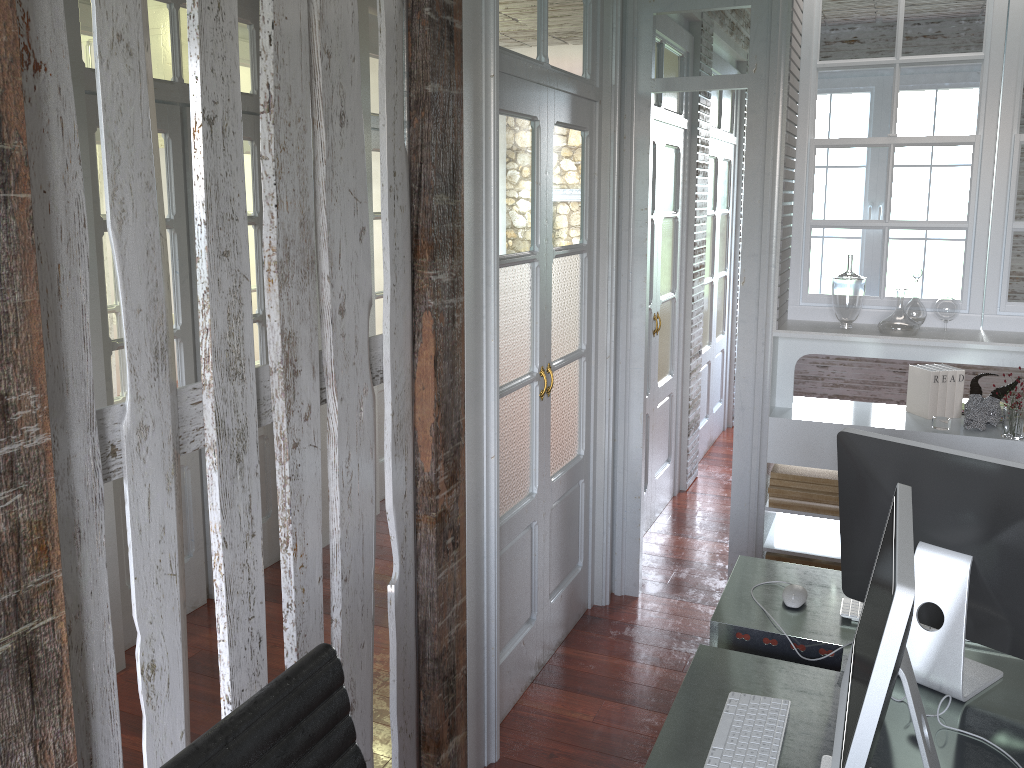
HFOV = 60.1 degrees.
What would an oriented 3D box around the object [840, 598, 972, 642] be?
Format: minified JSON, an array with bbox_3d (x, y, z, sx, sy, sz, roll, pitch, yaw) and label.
[{"bbox_3d":[0.997,0.557,2.056,0.439,0.017,0.119,5,13,23],"label":"object"}]

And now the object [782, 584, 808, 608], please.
[{"bbox_3d":[0.699,0.522,2.190,0.059,0.028,0.107,5,13,22],"label":"object"}]

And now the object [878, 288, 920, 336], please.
[{"bbox_3d":[1.473,-0.265,3.366,0.148,0.199,0.149,1,10,6],"label":"object"}]

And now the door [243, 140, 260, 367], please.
[{"bbox_3d":[-1.391,-0.503,5.599,0.041,2.068,1.085,4,10,23],"label":"door"}]

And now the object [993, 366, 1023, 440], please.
[{"bbox_3d":[1.836,0.055,3.203,0.128,0.285,0.129,-2,10,-10],"label":"object"}]

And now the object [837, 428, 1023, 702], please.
[{"bbox_3d":[0.892,0.370,1.828,0.190,0.481,0.486,-8,13,-41],"label":"object"}]

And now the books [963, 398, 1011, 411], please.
[{"bbox_3d":[1.906,0.082,3.562,0.168,0.007,0.191,-1,12,-5],"label":"books"}]

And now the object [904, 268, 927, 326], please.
[{"bbox_3d":[1.570,-0.318,3.447,0.088,0.269,0.088,3,10,18],"label":"object"}]

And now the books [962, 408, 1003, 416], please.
[{"bbox_3d":[1.905,0.102,3.564,0.168,0.007,0.191,-2,12,-11],"label":"books"}]

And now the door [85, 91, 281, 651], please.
[{"bbox_3d":[-1.315,-0.089,3.652,0.041,2.068,1.085,4,10,23],"label":"door"}]

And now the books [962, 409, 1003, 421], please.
[{"bbox_3d":[1.907,0.111,3.554,0.181,0.007,0.248,-2,12,-11],"label":"books"}]

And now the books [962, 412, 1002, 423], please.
[{"bbox_3d":[1.907,0.120,3.556,0.181,0.011,0.248,-2,12,-11],"label":"books"}]

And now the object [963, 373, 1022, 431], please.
[{"bbox_3d":[1.828,0.068,3.397,0.384,0.178,0.159,-10,14,-40],"label":"object"}]

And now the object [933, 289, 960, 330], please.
[{"bbox_3d":[1.693,-0.276,3.450,0.094,0.186,0.095,0,10,-2],"label":"object"}]

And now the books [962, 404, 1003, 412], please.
[{"bbox_3d":[1.906,0.089,3.562,0.168,0.007,0.191,-2,12,-11],"label":"books"}]

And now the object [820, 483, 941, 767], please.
[{"bbox_3d":[0.600,0.457,1.413,0.190,0.481,0.487,4,11,23],"label":"object"}]

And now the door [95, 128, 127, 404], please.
[{"bbox_3d":[-2.103,-0.159,3.976,0.041,2.068,1.085,4,10,23],"label":"door"}]

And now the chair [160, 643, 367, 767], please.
[{"bbox_3d":[-0.126,0.978,1.170,0.699,1.014,0.671,3,10,18],"label":"chair"}]

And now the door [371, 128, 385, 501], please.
[{"bbox_3d":[-0.608,-0.431,5.263,0.041,2.068,1.085,4,10,23],"label":"door"}]

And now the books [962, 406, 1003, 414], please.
[{"bbox_3d":[1.905,0.095,3.563,0.168,0.007,0.191,-2,12,-11],"label":"books"}]

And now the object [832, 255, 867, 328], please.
[{"bbox_3d":[1.330,-0.354,3.505,0.129,0.313,0.129,-8,13,-41],"label":"object"}]

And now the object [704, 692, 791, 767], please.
[{"bbox_3d":[0.405,0.664,1.560,0.119,0.017,0.442,5,13,23],"label":"object"}]

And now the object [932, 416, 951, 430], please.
[{"bbox_3d":[1.610,0.149,3.321,0.066,0.040,0.066,-4,12,-19],"label":"object"}]

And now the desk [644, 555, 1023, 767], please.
[{"bbox_3d":[0.733,1.130,1.139,1.302,0.721,2.528,5,13,23],"label":"desk"}]

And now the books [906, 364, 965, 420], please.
[{"bbox_3d":[1.697,0.029,3.550,0.150,0.192,0.144,-2,10,-11],"label":"books"}]
